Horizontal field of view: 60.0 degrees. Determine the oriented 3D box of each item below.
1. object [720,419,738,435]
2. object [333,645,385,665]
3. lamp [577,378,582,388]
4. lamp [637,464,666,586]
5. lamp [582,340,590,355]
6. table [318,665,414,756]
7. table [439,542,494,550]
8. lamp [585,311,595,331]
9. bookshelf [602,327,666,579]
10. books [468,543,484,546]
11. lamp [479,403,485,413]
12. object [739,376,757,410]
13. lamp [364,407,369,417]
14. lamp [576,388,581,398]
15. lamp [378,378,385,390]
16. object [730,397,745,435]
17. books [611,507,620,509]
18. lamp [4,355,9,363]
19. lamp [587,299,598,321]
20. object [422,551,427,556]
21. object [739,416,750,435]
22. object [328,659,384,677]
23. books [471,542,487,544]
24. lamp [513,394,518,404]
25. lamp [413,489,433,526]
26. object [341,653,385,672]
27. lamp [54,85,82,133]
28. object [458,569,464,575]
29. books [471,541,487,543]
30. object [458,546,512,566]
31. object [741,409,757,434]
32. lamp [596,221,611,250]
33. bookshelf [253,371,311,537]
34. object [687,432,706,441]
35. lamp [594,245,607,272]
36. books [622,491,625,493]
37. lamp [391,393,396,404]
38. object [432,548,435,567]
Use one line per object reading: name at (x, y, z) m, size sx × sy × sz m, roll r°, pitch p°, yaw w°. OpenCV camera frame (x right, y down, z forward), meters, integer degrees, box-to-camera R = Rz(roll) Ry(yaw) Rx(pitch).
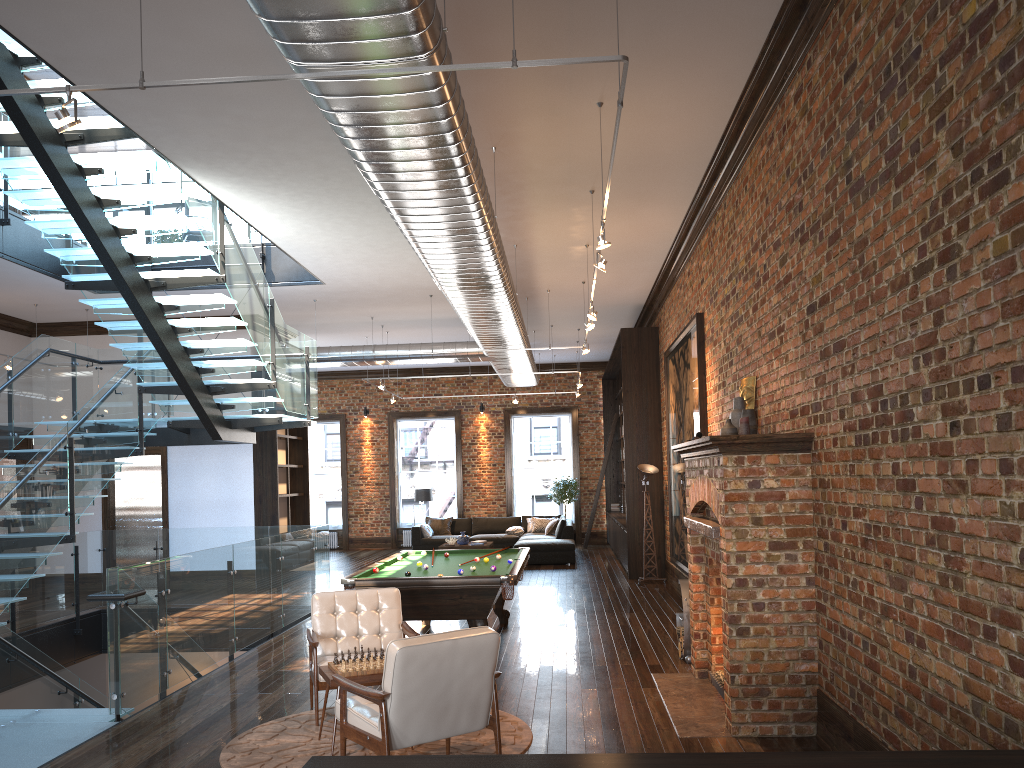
object at (1.632, 0.348, 6.673) m, size 0.136 × 0.169 × 0.136 m, roll 1°, pitch -4°, yaw -44°
object at (-0.988, 1.744, 5.743) m, size 0.334 × 0.100 × 0.076 m, roll 1°, pitch -3°, yaw -22°
lamp at (1.297, -0.032, 16.963) m, size 0.113 × 0.229 × 0.114 m, roll -1°, pitch -2°, yaw -21°
lamp at (2.101, 2.122, 13.465) m, size 0.425 × 1.822 × 0.507 m, roll -2°, pitch -1°, yaw 8°
lamp at (1.022, -0.514, 12.284) m, size 0.113 × 0.229 × 0.114 m, roll -2°, pitch -2°, yaw 18°
table at (-0.937, 2.047, 5.609) m, size 0.516 × 0.493 × 0.465 m, roll 0°, pitch -4°, yaw -22°
table at (-0.910, 3.404, 17.898) m, size 1.000 × 0.344 × 1.005 m, roll -2°, pitch -5°, yaw 3°
lamp at (0.899, -0.727, 10.223) m, size 0.114 × 0.229 × 0.114 m, roll -1°, pitch -2°, yaw -17°
bookshelf at (2.311, 1.476, 17.768) m, size 0.600 × 3.985 × 7.441 m, roll -2°, pitch -5°, yaw 3°
books at (-0.712, 3.181, 17.576) m, size 0.261 × 0.024 × 0.206 m, roll 0°, pitch -6°, yaw -19°
lamp at (-0.734, 0.589, 21.641) m, size 0.126 × 0.236 × 0.155 m, roll -2°, pitch -3°, yaw 3°
object at (1.906, 0.219, 7.261) m, size 0.125 × 0.534 × 0.410 m, roll -2°, pitch -3°, yaw 3°
lamp at (-3.592, 0.687, 21.813) m, size 0.126 × 0.236 × 0.155 m, roll -2°, pitch -3°, yaw 3°
lamp at (1.419, 0.175, 18.966) m, size 0.114 × 0.229 × 0.114 m, roll -4°, pitch -3°, yaw 43°
lamp at (-2.400, -0.002, 16.253) m, size 0.114 × 0.229 × 0.114 m, roll -3°, pitch -2°, yaw 24°
object at (1.763, 0.275, 6.869) m, size 0.145 × 0.349 × 0.145 m, roll -3°, pitch -2°, yaw 40°
books at (2.472, 2.972, 21.245) m, size 0.200 × 0.019 × 0.256 m, roll -2°, pitch -6°, yaw 5°
lamp at (-6.987, -0.289, 12.288) m, size 0.113 × 0.229 × 0.114 m, roll 0°, pitch -3°, yaw -41°
lamp at (0.861, -0.795, 9.559) m, size 0.114 × 0.229 × 0.114 m, roll -3°, pitch -2°, yaw 33°
object at (-1.016, 1.961, 10.251) m, size 0.057 × 0.057 × 0.057 m, roll -2°, pitch -4°, yaw 4°
object at (1.721, 0.330, 6.570) m, size 0.081 × 0.178 × 0.082 m, roll 0°, pitch -3°, yaw -44°
object at (-0.939, 1.792, 5.621) m, size 0.388 × 0.028 × 0.390 m, roll 1°, pitch -6°, yaw -22°
books at (-0.673, 3.215, 17.922) m, size 0.206 × 0.024 × 0.262 m, roll -6°, pitch -7°, yaw 38°
lamp at (0.077, 0.332, 20.111) m, size 0.113 × 0.229 × 0.114 m, roll -1°, pitch -2°, yaw -27°
lamp at (-2.055, 3.070, 19.706) m, size 0.688 × 1.462 × 0.420 m, roll -3°, pitch -2°, yaw 33°
object at (-0.893, 1.716, 5.502) m, size 0.334 × 0.100 × 0.076 m, roll 1°, pitch -3°, yaw -22°
lamp at (-2.072, -1.280, 4.149) m, size 0.113 × 0.229 × 0.114 m, roll -1°, pitch -2°, yaw -7°
object at (-0.470, 1.723, 8.125) m, size 0.057 × 0.057 × 0.057 m, roll -2°, pitch -4°, yaw 8°
books at (-0.673, 3.188, 17.915) m, size 0.206 × 0.028 × 0.262 m, roll -6°, pitch -7°, yaw 36°
object at (-0.274, 1.876, 9.722) m, size 0.028 × 0.072 × 1.611 m, roll -2°, pitch -6°, yaw 19°
object at (1.784, 0.308, 6.685) m, size 0.120 × 0.242 × 0.120 m, roll -3°, pitch -2°, yaw 23°
lamp at (0.678, -1.109, 6.599) m, size 0.118 × 0.212 × 0.117 m, roll -4°, pitch -3°, yaw 45°
bookshelf at (-3.937, 1.631, 15.252) m, size 0.400 × 3.507 × 1.788 m, roll -2°, pitch -2°, yaw 3°
object at (1.542, 0.441, 7.236) m, size 0.237 × 0.105 × 0.237 m, roll -3°, pitch -5°, yaw 14°
lamp at (0.720, -1.030, 7.287) m, size 0.114 × 0.229 × 0.114 m, roll -1°, pitch -2°, yaw -22°
books at (2.723, 2.573, 21.177) m, size 0.184 × 0.030 × 0.266 m, roll -3°, pitch -6°, yaw 9°
lamp at (-2.572, 0.312, 19.206) m, size 0.114 × 0.229 × 0.113 m, roll -4°, pitch -3°, yaw 44°
object at (-0.868, 1.897, 9.757) m, size 0.028 × 0.072 × 1.613 m, roll -1°, pitch -6°, yaw -5°
